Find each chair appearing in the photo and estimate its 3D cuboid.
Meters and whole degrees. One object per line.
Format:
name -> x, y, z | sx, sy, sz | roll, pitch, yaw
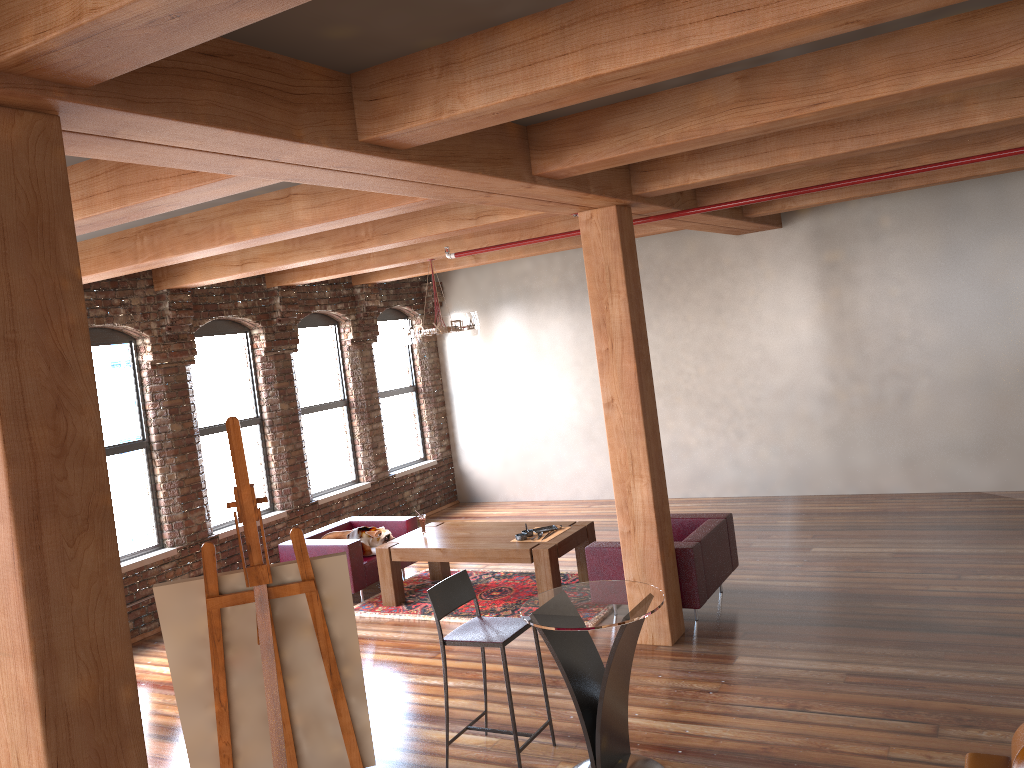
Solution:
chair -> 1.222, 1.448, 7.045 | 0.863, 0.592, 1.075 | -6, 3, 30
chair -> -0.116, 1.560, 4.850 | 0.465, 0.981, 0.431 | -7, 1, 30
chair -> 1.951, 1.547, 2.648 | 1.061, 0.735, 0.833 | -6, 3, 29
chair -> -1.548, 1.713, 8.642 | 0.863, 0.592, 1.075 | -6, 3, 30

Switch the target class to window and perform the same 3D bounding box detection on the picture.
window -> -1.502, 0.070, 11.832 | 0.235, 2.213, 0.971 | -7, 1, 30
window -> -2.924, 0.406, 9.276 | 0.235, 2.213, 0.971 | -7, 1, 30
window -> -3.635, 0.574, 7.997 | 0.235, 2.213, 0.971 | -7, 1, 30
window -> -2.213, 0.238, 10.554 | 0.235, 2.213, 0.971 | -7, 1, 30

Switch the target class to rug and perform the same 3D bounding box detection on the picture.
rug -> -0.136, 1.874, 7.871 | 2.457, 0.009, 1.348 | -5, 4, 30

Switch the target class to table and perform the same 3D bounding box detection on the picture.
table -> -0.214, 1.609, 7.884 | 1.746, 0.549, 0.903 | -6, 3, 29
table -> 0.456, 1.547, 4.426 | 0.724, 0.924, 0.720 | -9, 2, -36

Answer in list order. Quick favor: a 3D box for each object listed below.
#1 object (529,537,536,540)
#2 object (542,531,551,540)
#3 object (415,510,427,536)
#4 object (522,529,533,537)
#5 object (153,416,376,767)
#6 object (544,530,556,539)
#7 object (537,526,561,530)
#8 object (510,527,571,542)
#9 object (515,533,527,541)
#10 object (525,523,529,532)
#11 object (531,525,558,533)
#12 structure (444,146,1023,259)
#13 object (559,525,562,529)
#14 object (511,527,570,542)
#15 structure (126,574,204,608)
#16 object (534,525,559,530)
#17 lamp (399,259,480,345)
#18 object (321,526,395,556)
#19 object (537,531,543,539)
object -> 0.170, 1.296, 7.418 | 0.059, 0.021, 0.018 | -8, 2, -19
object -> 0.288, 1.284, 7.493 | 0.007, 0.008, 0.271 | -7, 3, 19
object -> -0.828, 1.278, 8.172 | 0.076, 0.232, 0.095 | -8, 1, -27
object -> 0.134, 1.280, 7.589 | 0.099, 0.043, 0.098 | -9, 3, -23
object -> -0.908, 1.168, 3.346 | 0.702, 2.139, 0.684 | -8, 1, -10
object -> 0.321, 1.278, 7.516 | 0.007, 0.008, 0.271 | -6, 3, 25
object -> 0.289, 1.254, 7.683 | 0.270, 0.008, 0.007 | -7, 2, 4
object -> 0.249, 1.288, 7.592 | 0.351, 0.001, 0.471 | -5, 4, 29
object -> 0.079, 1.293, 7.485 | 0.099, 0.043, 0.098 | -9, 4, -34
object -> 0.127, 1.252, 7.619 | 0.045, 0.079, 0.137 | -8, 3, -5
object -> 0.285, 1.266, 7.703 | 0.213, 0.018, 0.154 | -8, 3, -15
structure -> 2.353, -1.437, 6.167 | 6.793, 0.112, 0.051 | -5, 2, 29
object -> 0.422, 1.246, 7.713 | 0.018, 0.021, 0.059 | -7, 3, 16
object -> 0.250, 1.288, 7.591 | 0.331, 0.003, 0.472 | -5, 4, 29
structure -> -6.284, 2.547, 2.659 | 1.630, 0.313, 13.752 | -6, 4, 23
object -> 0.280, 1.254, 7.710 | 0.270, 0.008, 0.007 | -8, 2, -5
lamp -> -0.757, -0.842, 8.842 | 0.811, 0.814, 0.808 | -8, 2, -20
object -> -1.495, 1.535, 8.524 | 0.754, 0.296, 0.365 | -7, 2, 1
object -> 0.230, 1.280, 7.487 | 0.045, 0.030, 0.154 | -7, 3, 14
